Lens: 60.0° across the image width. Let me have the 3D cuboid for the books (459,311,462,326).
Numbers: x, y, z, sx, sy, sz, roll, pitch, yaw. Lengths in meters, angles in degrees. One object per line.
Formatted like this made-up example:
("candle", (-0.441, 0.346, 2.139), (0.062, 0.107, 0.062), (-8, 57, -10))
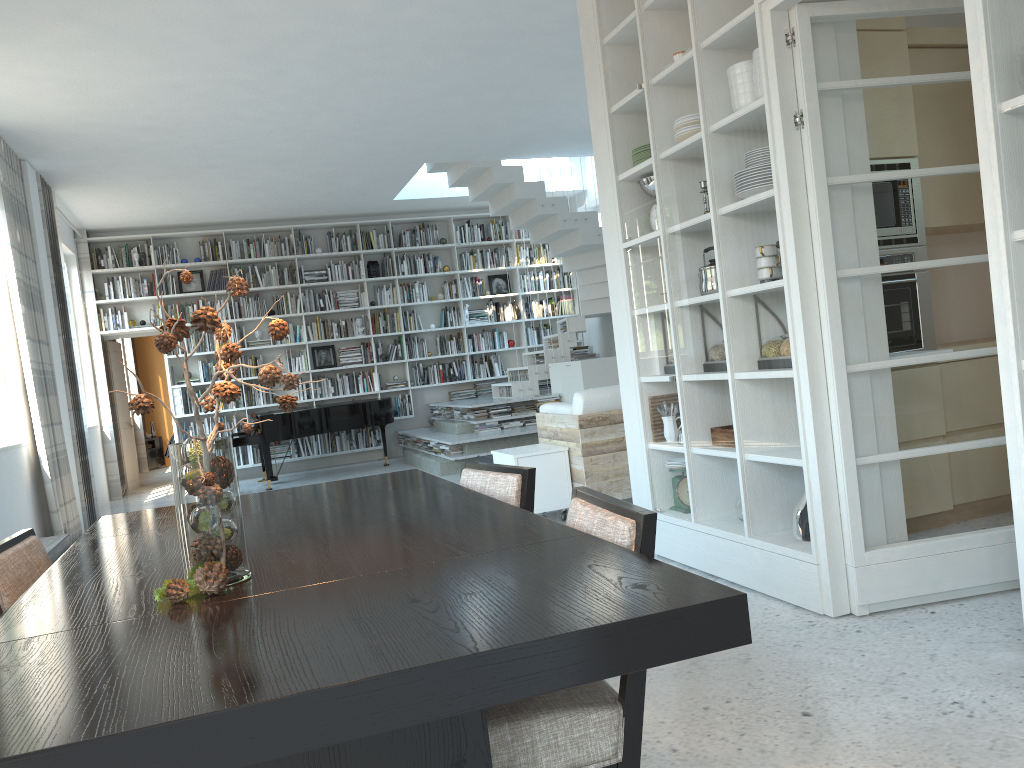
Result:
("books", (-0.730, -0.888, 12.117), (0.023, 0.212, 0.164), (-7, 2, -18))

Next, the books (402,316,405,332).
("books", (-1.473, -0.798, 11.875), (0.015, 0.220, 0.155), (-7, 2, -18))

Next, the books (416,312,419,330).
("books", (-1.286, -0.839, 11.944), (0.007, 0.254, 0.161), (-7, 2, -18))

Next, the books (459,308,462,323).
("books", (-0.713, -0.907, 12.112), (0.010, 0.246, 0.158), (-7, 2, -18))

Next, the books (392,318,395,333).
("books", (-1.600, -0.773, 11.815), (0.034, 0.204, 0.181), (-7, 2, -18))

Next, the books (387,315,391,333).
("books", (-1.653, -0.792, 11.815), (0.033, 0.253, 0.174), (-7, 2, -18))

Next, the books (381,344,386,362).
("books", (-1.726, -0.411, 11.801), (0.035, 0.248, 0.141), (-7, 2, -18))

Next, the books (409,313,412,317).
("books", (-1.360, -0.824, 11.910), (0.008, 0.242, 0.169), (-7, 2, -18))

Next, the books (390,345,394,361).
("books", (-1.617, -0.403, 11.830), (0.090, 0.212, 0.143), (-7, 2, -18))

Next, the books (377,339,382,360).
("books", (-1.760, -0.435, 11.780), (0.013, 0.307, 0.141), (-7, 2, -18))

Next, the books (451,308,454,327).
("books", (-0.834, -0.898, 12.077), (0.015, 0.259, 0.152), (-7, 2, -18))

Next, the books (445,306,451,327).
("books", (-0.877, -0.912, 12.077), (0.013, 0.295, 0.154), (-7, 2, -18))

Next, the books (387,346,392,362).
("books", (-1.638, -0.399, 11.807), (0.089, 0.210, 0.175), (-7, 2, -18))

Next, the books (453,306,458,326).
("books", (-0.779, -0.912, 12.080), (0.012, 0.274, 0.183), (-7, 2, -18))

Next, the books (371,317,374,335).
("books", (-1.859, -0.762, 11.757), (0.014, 0.244, 0.145), (-7, 2, -18))

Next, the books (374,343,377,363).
("books", (-1.830, -0.405, 11.766), (0.024, 0.263, 0.154), (-7, 2, -18))

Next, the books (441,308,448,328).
("books", (-0.913, -0.891, 12.055), (0.021, 0.264, 0.174), (-7, 2, -18))

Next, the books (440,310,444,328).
("books", (-0.949, -0.874, 12.050), (0.056, 0.241, 0.153), (-7, 2, -18))

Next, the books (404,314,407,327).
("books", (-1.437, -0.815, 11.896), (0.007, 0.244, 0.145), (-7, 2, -18))

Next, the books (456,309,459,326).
("books", (-0.760, -0.901, 12.109), (0.013, 0.245, 0.158), (-7, 2, -18))

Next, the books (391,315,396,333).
("books", (-1.584, -0.794, 11.841), (0.028, 0.239, 0.145), (-7, 2, -18))

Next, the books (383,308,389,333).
("books", (-1.674, -0.832, 11.805), (0.021, 0.338, 0.169), (-7, 2, -18))

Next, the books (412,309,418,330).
("books", (-1.306, -0.853, 11.929), (0.013, 0.287, 0.159), (-7, 2, -18))

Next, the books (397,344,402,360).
("books", (-1.513, -0.424, 11.844), (0.029, 0.223, 0.171), (-7, 2, -18))

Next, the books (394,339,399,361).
("books", (-1.543, -0.452, 11.856), (0.013, 0.286, 0.138), (-7, 2, -18))

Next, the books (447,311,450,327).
("books", (-0.880, -0.872, 12.059), (0.013, 0.219, 0.187), (-7, 2, -18))

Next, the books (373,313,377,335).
("books", (-1.814, -0.792, 11.756), (0.035, 0.293, 0.145), (-7, 2, -18))

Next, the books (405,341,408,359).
("books", (-1.429, -0.457, 11.881), (0.010, 0.266, 0.158), (-7, 2, -18))

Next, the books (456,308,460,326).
("books", (-0.743, -0.906, 12.096), (0.011, 0.253, 0.169), (-7, 2, -18))

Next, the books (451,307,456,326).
("books", (-0.807, -0.910, 12.094), (0.032, 0.275, 0.154), (-7, 2, -18))

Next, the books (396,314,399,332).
("books", (-1.548, -0.803, 11.863), (0.019, 0.248, 0.149), (-7, 2, -18))

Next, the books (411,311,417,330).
("books", (-1.318, -0.843, 11.919), (0.006, 0.270, 0.178), (-7, 2, -18))

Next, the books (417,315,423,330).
("books", (-1.247, -0.820, 11.928), (0.051, 0.210, 0.176), (-7, 2, -18))

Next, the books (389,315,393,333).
("books", (-1.623, -0.789, 11.799), (0.027, 0.242, 0.188), (-7, 2, -18))

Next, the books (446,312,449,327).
("books", (-0.888, -0.866, 12.056), (0.006, 0.210, 0.188), (-7, 2, -18))

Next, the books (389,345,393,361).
("books", (-1.630, -0.409, 11.831), (0.095, 0.226, 0.144), (-7, 2, -18))

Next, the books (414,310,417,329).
("books", (-1.314, -0.845, 11.926), (0.006, 0.274, 0.167), (-7, 2, -18))

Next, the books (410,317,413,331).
("books", (-1.360, -0.797, 11.883), (0.017, 0.192, 0.191), (-7, 2, -18))

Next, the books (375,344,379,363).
("books", (-1.804, -0.403, 11.771), (0.028, 0.253, 0.142), (-7, 2, -18))

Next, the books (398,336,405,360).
("books", (-1.482, -0.479, 11.863), (0.014, 0.325, 0.182), (-7, 2, -18))

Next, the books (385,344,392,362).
("books", (-1.653, -0.406, 11.797), (0.095, 0.228, 0.190), (-7, 2, -18))

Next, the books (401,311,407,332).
("books", (-1.454, -0.834, 11.870), (0.035, 0.288, 0.191), (-7, 2, -18))

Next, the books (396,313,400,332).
("books", (-1.530, -0.816, 11.866), (0.033, 0.269, 0.141), (-7, 2, -18))

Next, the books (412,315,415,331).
("books", (-1.336, -0.811, 11.910), (0.007, 0.212, 0.158), (-7, 2, -18))

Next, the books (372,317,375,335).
("books", (-1.848, -0.765, 11.772), (0.013, 0.247, 0.176), (-7, 2, -18))

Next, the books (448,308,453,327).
("books", (-0.850, -0.898, 12.071), (0.018, 0.263, 0.165), (-7, 2, -18))

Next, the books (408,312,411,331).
("books", (-1.388, -0.827, 11.906), (0.013, 0.256, 0.144), (-7, 2, -18))

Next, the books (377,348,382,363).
("books", (-1.768, -0.376, 11.761), (0.027, 0.192, 0.182), (-7, 2, -18))

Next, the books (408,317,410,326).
("books", (-1.396, -0.794, 11.898), (0.014, 0.192, 0.147), (-7, 2, -18))

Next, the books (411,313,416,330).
("books", (-1.330, -0.828, 11.924), (0.017, 0.243, 0.132), (-7, 2, -18))

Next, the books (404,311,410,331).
("books", (-1.406, -0.836, 11.869), (0.013, 0.279, 0.191), (-7, 2, -18))

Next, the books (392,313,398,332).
("books", (-1.562, -0.810, 11.843), (0.032, 0.266, 0.143), (-7, 2, -18))

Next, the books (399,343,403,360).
("books", (-1.493, -0.429, 11.862), (0.021, 0.226, 0.148), (-7, 2, -18))

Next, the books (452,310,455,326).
("books", (-0.817, -0.883, 12.075), (0.012, 0.224, 0.178), (-7, 2, -18))

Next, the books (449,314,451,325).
("books", (-0.864, -0.880, 12.082), (0.007, 0.230, 0.146), (-7, 2, -18))

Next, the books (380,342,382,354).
("books", (-1.749, -0.417, 11.793), (0.012, 0.266, 0.157), (-7, 2, -18))

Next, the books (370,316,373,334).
("books", (-1.876, -0.766, 11.753), (0.015, 0.255, 0.150), (-7, 2, -18))

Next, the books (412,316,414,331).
("books", (-1.348, -0.809, 11.914), (0.014, 0.209, 0.156), (-7, 2, -18))
